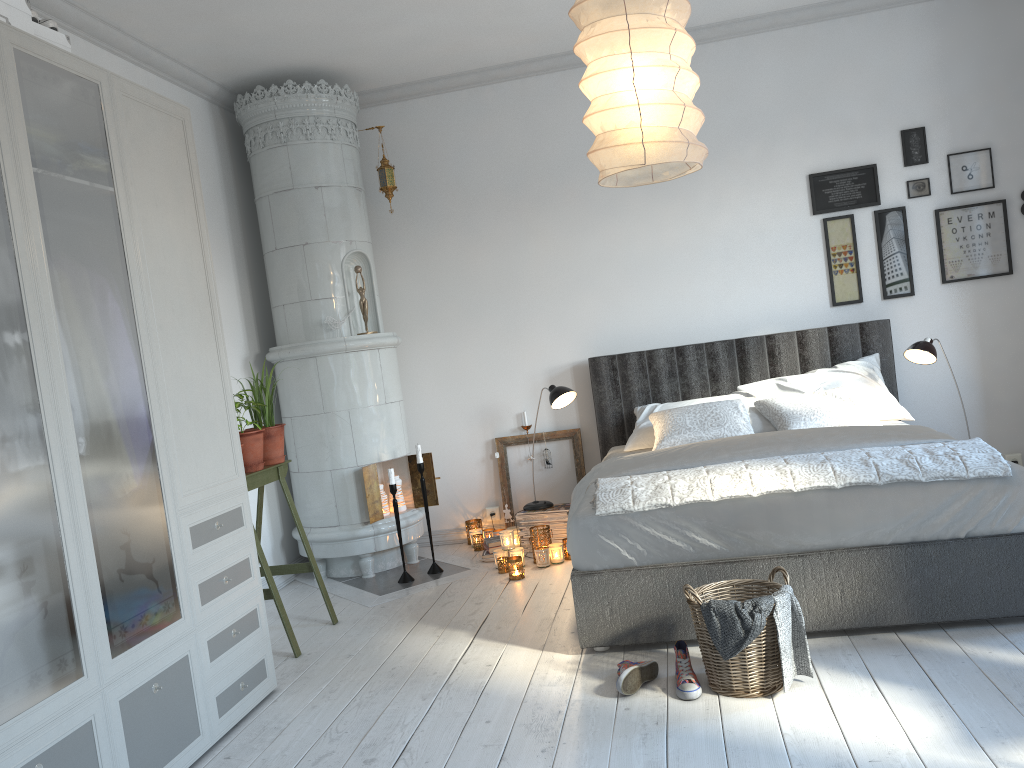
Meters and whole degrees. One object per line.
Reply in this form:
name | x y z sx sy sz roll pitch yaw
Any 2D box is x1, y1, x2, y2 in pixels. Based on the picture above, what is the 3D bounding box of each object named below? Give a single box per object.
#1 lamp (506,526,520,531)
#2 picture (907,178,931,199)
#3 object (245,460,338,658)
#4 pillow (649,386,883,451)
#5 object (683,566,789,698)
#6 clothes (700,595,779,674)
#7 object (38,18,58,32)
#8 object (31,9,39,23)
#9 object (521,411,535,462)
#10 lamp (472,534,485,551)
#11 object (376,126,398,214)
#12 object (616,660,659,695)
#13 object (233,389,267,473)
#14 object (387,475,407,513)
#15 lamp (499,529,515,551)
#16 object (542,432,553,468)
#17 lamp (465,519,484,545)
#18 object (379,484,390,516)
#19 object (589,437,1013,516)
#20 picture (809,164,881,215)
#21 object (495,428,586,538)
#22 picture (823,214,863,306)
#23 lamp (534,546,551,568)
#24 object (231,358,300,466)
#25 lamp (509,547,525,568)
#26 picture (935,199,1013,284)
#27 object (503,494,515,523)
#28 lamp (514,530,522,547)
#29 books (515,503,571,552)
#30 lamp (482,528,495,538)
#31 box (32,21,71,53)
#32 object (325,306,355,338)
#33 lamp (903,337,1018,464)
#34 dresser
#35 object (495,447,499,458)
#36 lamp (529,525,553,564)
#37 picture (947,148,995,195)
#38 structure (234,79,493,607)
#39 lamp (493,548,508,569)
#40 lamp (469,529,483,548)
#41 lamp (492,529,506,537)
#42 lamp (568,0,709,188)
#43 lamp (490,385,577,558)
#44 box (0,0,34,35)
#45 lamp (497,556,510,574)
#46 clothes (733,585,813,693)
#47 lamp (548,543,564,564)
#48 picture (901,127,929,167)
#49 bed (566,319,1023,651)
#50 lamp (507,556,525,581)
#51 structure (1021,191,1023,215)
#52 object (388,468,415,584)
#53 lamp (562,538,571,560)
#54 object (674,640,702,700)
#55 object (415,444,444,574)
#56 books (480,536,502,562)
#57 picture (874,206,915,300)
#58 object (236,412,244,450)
lamp | 0.012 0.910 5.318 0.080 0.099 0.081 -9 3 -33
picture | 2.274 -1.094 4.956 0.119 0.098 0.010 -7 3 10
object | -1.114 0.770 3.944 0.431 0.775 0.670 -7 3 10
pillow | 1.262 0.180 4.512 1.146 0.226 0.415 -8 2 3
object | 0.729 0.782 2.821 0.319 0.351 0.319 -5 4 42
clothes | 0.718 0.782 2.764 0.246 0.270 0.297 -7 3 11
object | -1.549 -1.149 2.828 0.213 0.110 0.080 -7 3 17
object | -1.566 -1.143 2.726 0.213 0.110 0.080 -7 3 4
object | 0.098 0.320 5.432 0.067 0.320 0.067 -10 4 -31
lamp | -0.203 0.944 5.275 0.063 0.091 0.072 -5 4 43
object | -0.735 -1.241 5.166 0.117 0.506 0.105 -9 3 -16
object | 0.378 0.959 2.937 0.120 0.084 0.222 -6 3 39
object | -1.165 0.200 3.912 0.234 0.370 0.257 -6 3 22
object | -0.671 0.636 5.127 0.098 0.210 0.098 -7 3 9
lamp | -0.025 0.837 4.747 0.080 0.099 0.081 -10 3 -36
object | 0.212 0.400 5.403 0.062 0.228 0.063 -6 4 34
lamp | -0.230 0.915 5.486 0.107 0.141 0.107 -8 3 -17
object | -0.753 0.665 5.052 0.093 0.180 0.092 -7 3 14
object | 1.014 0.334 3.274 1.460 0.104 0.404 -7 2 10
picture | 1.883 -1.101 5.021 0.366 0.232 0.020 -7 3 10
object | 0.192 0.613 5.414 0.528 0.631 0.082 -7 3 10
picture | 1.887 -0.704 5.052 0.165 0.505 0.020 -7 3 10
lamp | 0.163 0.914 4.675 0.081 0.099 0.080 -5 4 44
object | -1.132 0.123 4.112 0.333 0.499 0.300 -8 3 -7
lamp | 0.029 0.929 4.740 0.081 0.099 0.080 -5 4 44
picture | 2.565 -0.789 4.927 0.365 0.415 0.021 -7 3 10
object | -0.028 0.739 5.441 0.062 0.221 0.028 -7 3 5
lamp | 0.019 0.914 5.186 0.080 0.099 0.080 -9 3 -18
books | 0.229 0.821 5.106 0.346 0.232 0.244 -7 3 19
lamp | -0.133 0.928 5.352 0.080 0.099 0.080 -9 3 -18
box | -1.535 -1.017 2.786 0.227 0.158 0.182 -7 3 15
object | -0.938 -0.338 4.868 0.196 0.165 0.059 -9 4 -35
lamp | 2.418 0.190 4.671 0.800 0.937 0.450 -8 3 -7
dresser | -1.443 0.148 2.632 0.631 2.165 1.430 -7 3 10
object | -0.098 0.393 5.457 0.024 0.127 0.023 -8 3 -6
lamp | 0.163 0.865 4.785 0.121 0.188 0.117 -10 4 -37
picture | 2.538 -1.177 4.904 0.225 0.220 0.010 -7 3 10
structure | -0.906 -0.255 4.998 0.799 2.839 1.248 -10 4 -35
lamp | -0.057 0.940 4.762 0.081 0.099 0.080 -5 4 44
lamp | -0.216 0.938 5.388 0.080 0.099 0.080 -9 3 -18
lamp | -0.072 0.922 5.290 0.080 0.099 0.080 -9 3 -18
lamp | 0.307 -1.199 2.470 0.339 1.232 0.340 -5 4 41
lamp | 0.088 0.486 5.097 0.826 0.937 0.449 -6 3 28
box | -1.582 -1.022 2.532 0.285 0.199 0.280 -7 3 10
lamp | -0.044 0.953 4.656 0.069 0.079 0.067 -10 3 -38
clothes | 0.755 0.790 2.796 0.234 0.289 0.283 -10 4 -40
lamp | 0.238 0.902 4.718 0.081 0.099 0.080 -5 4 44
picture | 2.245 -1.322 4.944 0.128 0.202 0.011 -7 3 10
bed | 1.173 0.320 4.103 1.889 1.047 2.173 -7 2 10
lamp | 0.019 0.936 4.507 0.081 0.106 0.081 -8 3 -13
structure | 2.838 -0.996 4.859 0.096 0.151 0.014 -7 3 10
object | -0.608 0.749 4.734 0.091 0.623 0.091 -8 3 -11
lamp | 0.315 0.886 4.771 0.080 0.107 0.080 -8 3 -17
object | 0.563 0.920 2.856 0.083 0.122 0.222 -7 2 10
object | -0.468 0.678 4.846 0.091 0.719 0.091 -7 3 19
books | -0.088 0.935 5.042 0.175 0.096 0.262 -7 2 5
picture | 2.157 -0.738 5.002 0.165 0.505 0.020 -7 3 10
object | -1.212 0.261 3.719 0.176 0.278 0.194 -9 3 -23
